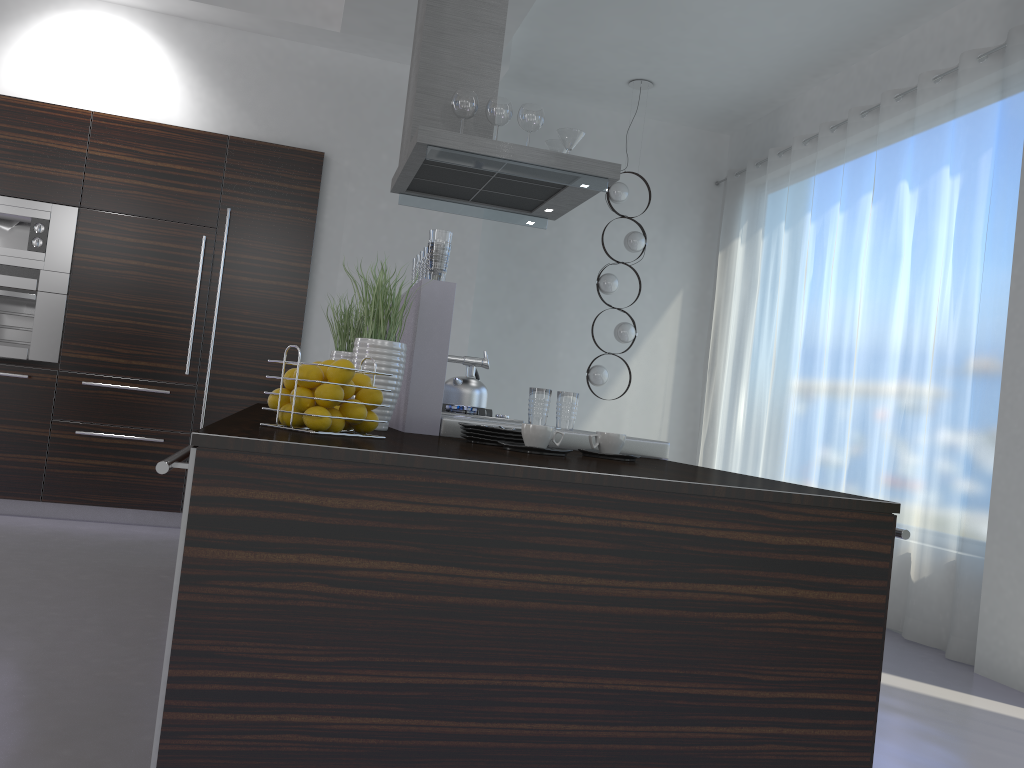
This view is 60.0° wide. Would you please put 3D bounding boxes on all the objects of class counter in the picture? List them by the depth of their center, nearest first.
[{"bbox_3d":[-0.297,0.365,3.111,1.302,1.300,3.291,7,-2,-14],"label":"counter"}]

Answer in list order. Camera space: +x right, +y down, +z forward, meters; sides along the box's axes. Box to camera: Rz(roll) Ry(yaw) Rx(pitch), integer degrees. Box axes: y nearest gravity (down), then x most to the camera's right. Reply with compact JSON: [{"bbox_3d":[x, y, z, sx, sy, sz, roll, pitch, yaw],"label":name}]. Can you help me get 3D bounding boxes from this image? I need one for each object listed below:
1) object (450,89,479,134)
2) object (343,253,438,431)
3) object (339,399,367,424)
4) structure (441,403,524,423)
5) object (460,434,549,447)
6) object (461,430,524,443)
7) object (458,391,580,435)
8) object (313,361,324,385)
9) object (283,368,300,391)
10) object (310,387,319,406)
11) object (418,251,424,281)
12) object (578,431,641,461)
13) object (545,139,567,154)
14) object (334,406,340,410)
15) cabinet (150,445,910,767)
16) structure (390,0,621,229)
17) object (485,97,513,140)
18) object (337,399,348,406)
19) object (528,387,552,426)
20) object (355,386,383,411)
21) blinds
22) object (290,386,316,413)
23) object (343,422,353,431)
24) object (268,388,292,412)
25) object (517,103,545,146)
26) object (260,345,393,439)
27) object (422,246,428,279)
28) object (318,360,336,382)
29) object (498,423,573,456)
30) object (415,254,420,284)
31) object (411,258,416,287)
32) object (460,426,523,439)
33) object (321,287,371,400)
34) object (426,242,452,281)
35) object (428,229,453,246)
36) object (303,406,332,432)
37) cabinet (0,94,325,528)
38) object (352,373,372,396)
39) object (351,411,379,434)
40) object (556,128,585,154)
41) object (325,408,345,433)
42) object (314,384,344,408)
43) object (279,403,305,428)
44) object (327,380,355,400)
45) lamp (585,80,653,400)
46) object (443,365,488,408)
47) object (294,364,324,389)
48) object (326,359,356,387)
[{"bbox_3d":[-0.215,-1.168,3.898,0.125,0.221,0.125,6,-2,11],"label":"object"},{"bbox_3d":[-0.382,-0.127,2.452,0.269,0.502,0.247,5,-2,29],"label":"object"},{"bbox_3d":[-0.336,0.059,1.877,0.062,0.053,0.052,6,-2,23],"label":"object"},{"bbox_3d":[-0.276,0.119,4.242,0.519,0.055,0.709,7,-2,-14],"label":"structure"},{"bbox_3d":[-0.022,0.156,2.357,0.232,0.020,0.232,7,-2,-6],"label":"object"},{"bbox_3d":[-0.021,0.146,2.357,0.232,0.020,0.232,7,-2,-6],"label":"object"},{"bbox_3d":[0.023,0.074,2.545,0.269,0.147,0.646,6,-2,11],"label":"object"},{"bbox_3d":[-0.425,-0.025,1.964,0.053,0.051,0.063,5,-2,33],"label":"object"},{"bbox_3d":[-0.460,-0.008,1.897,0.053,0.052,0.061,7,-2,-1],"label":"object"},{"bbox_3d":[-0.423,0.031,1.875,0.062,0.053,0.051,7,-2,-6],"label":"object"},{"bbox_3d":[-0.263,-0.356,2.807,0.071,0.119,0.072,5,-2,26],"label":"object"},{"bbox_3d":[0.254,0.161,2.290,0.153,0.069,0.153,6,-2,19],"label":"object"},{"bbox_3d":[0.217,-1.081,4.307,0.137,0.174,0.137,5,-3,41],"label":"object"},{"bbox_3d":[-0.527,0.079,2.749,0.063,0.053,0.051,5,-2,26],"label":"object"},{"bbox_3d":[-0.333,0.587,3.103,1.377,0.852,3.285,7,-2,-14],"label":"cabinet"},{"bbox_3d":[-0.016,-1.508,4.320,0.915,1.231,0.981,7,-2,-14],"label":"structure"},{"bbox_3d":[-0.064,-1.150,3.938,0.125,0.221,0.125,6,-2,11],"label":"object"},{"bbox_3d":[-0.381,0.021,1.941,0.051,0.053,0.064,7,-2,-11],"label":"object"},{"bbox_3d":[0.083,0.074,2.750,0.071,0.119,0.072,7,-2,-14],"label":"object"},{"bbox_3d":[-0.308,0.032,1.916,0.060,0.055,0.053,5,-2,29],"label":"object"},{"bbox_3d":[1.972,-0.200,5.781,0.120,3.112,3.245,7,-2,-14],"label":"blinds"},{"bbox_3d":[-0.436,0.032,1.847,0.051,0.055,0.061,8,-3,-35],"label":"object"},{"bbox_3d":[-0.368,0.079,1.957,0.053,0.053,0.061,5,-2,28],"label":"object"},{"bbox_3d":[-0.491,0.035,1.889,0.052,0.054,0.061,8,-3,-37],"label":"object"},{"bbox_3d":[0.078,-1.132,3.974,0.125,0.221,0.125,6,-2,11],"label":"object"},{"bbox_3d":[-0.395,0.016,1.903,0.189,0.174,0.207,5,-3,41],"label":"object"},{"bbox_3d":[-0.243,-0.357,2.729,0.071,0.119,0.072,5,-2,26],"label":"object"},{"bbox_3d":[-0.392,-0.026,1.914,0.063,0.053,0.051,7,-2,-13],"label":"object"},{"bbox_3d":[0.057,0.132,2.104,0.153,0.069,0.153,8,-3,-41],"label":"object"},{"bbox_3d":[-0.283,-0.356,2.886,0.071,0.119,0.072,5,-2,26],"label":"object"},{"bbox_3d":[-0.303,-0.355,2.964,0.072,0.119,0.071,5,-3,36],"label":"object"},{"bbox_3d":[-0.020,0.136,2.357,0.232,0.020,0.232,7,-2,-11],"label":"object"},{"bbox_3d":[-0.626,-0.123,3.308,0.247,0.502,0.269,7,-2,-14],"label":"object"},{"bbox_3d":[-0.223,-0.357,2.651,0.071,0.119,0.072,5,-2,26],"label":"object"},{"bbox_3d":[-0.218,-0.396,2.652,0.071,0.119,0.072,5,-2,26],"label":"object"},{"bbox_3d":[-0.396,0.071,1.808,0.062,0.052,0.053,6,-2,25],"label":"object"},{"bbox_3d":[-3.160,-0.476,5.555,3.600,2.500,0.669,7,-2,-14],"label":"cabinet"},{"bbox_3d":[-0.336,0.001,1.945,0.063,0.051,0.053,5,-2,31],"label":"object"},{"bbox_3d":[-0.318,0.082,1.923,0.061,0.053,0.053,5,-2,31],"label":"object"},{"bbox_3d":[0.264,-1.082,4.124,0.137,0.174,0.137,5,-3,41],"label":"object"},{"bbox_3d":[-0.380,0.077,1.865,0.061,0.055,0.050,5,-2,31],"label":"object"},{"bbox_3d":[-0.377,0.024,1.832,0.061,0.054,0.053,5,-2,32],"label":"object"},{"bbox_3d":[-0.460,0.066,1.867,0.063,0.053,0.051,7,-2,-6],"label":"object"},{"bbox_3d":[-0.364,0.008,1.884,0.061,0.051,0.055,7,-2,-20],"label":"object"},{"bbox_3d":[0.828,-1.058,6.561,0.367,2.370,0.180,7,-2,-21],"label":"lamp"},{"bbox_3d":[-0.214,-0.001,4.058,0.220,0.196,0.229,7,-2,-22],"label":"object"},{"bbox_3d":[-0.424,-0.017,1.850,0.063,0.053,0.051,7,-2,-1],"label":"object"},{"bbox_3d":[-0.356,-0.023,1.847,0.059,0.060,0.050,7,-2,-15],"label":"object"}]
